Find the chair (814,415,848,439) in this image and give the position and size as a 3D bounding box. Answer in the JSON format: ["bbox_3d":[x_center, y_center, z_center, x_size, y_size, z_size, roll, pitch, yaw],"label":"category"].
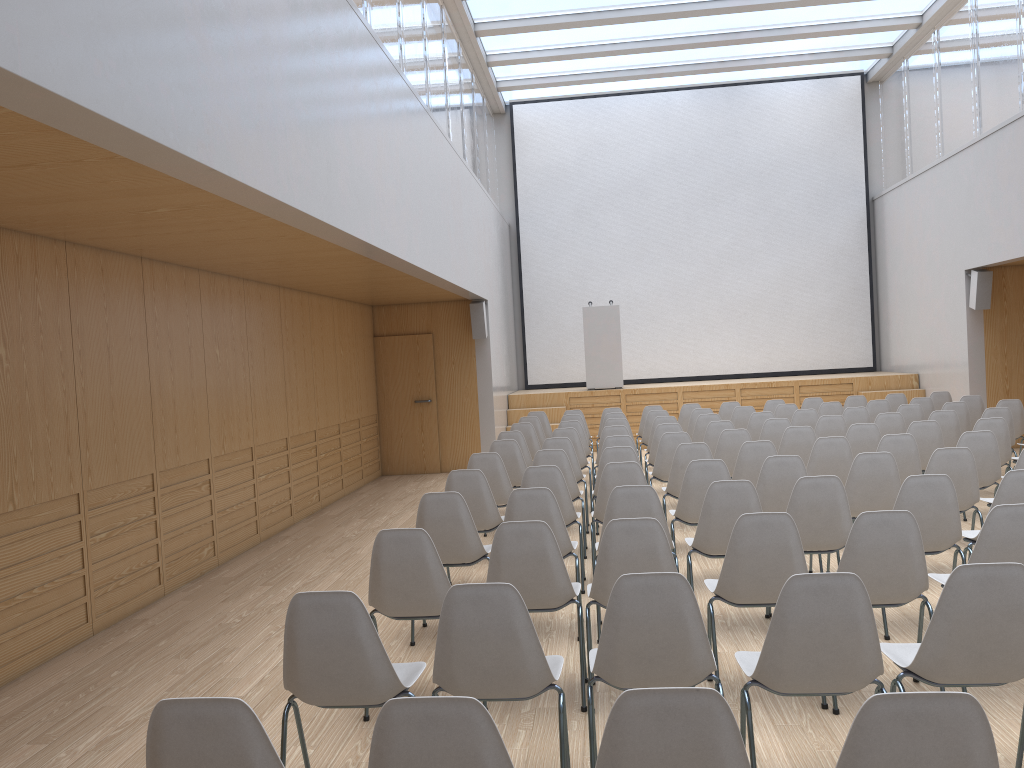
[{"bbox_3d":[3.162,0.733,8.907,0.479,0.876,0.505,-3,2,6],"label":"chair"}]

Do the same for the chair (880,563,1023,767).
[{"bbox_3d":[1.545,0.988,3.035,0.479,0.876,0.505,-3,2,6],"label":"chair"}]

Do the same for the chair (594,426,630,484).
[{"bbox_3d":[1.073,0.845,9.092,0.479,0.876,0.505,-3,2,6],"label":"chair"}]

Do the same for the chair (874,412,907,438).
[{"bbox_3d":[3.695,0.706,8.824,0.479,0.876,0.505,-3,2,6],"label":"chair"}]

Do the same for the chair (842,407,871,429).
[{"bbox_3d":[3.741,0.676,9.783,0.479,0.876,0.505,-3,2,6],"label":"chair"}]

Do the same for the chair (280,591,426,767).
[{"bbox_3d":[-0.563,1.103,3.150,0.479,0.876,0.505,-3,2,6],"label":"chair"}]

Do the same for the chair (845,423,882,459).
[{"bbox_3d":[3.070,0.767,7.883,0.479,0.876,0.505,-3,2,6],"label":"chair"}]

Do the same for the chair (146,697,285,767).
[{"bbox_3d":[-0.652,1.133,2.255,0.479,0.876,0.505,-3,2,6],"label":"chair"}]

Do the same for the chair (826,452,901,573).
[{"bbox_3d":[2.355,0.863,5.907,0.479,0.876,0.505,-3,2,6],"label":"chair"}]

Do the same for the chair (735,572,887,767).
[{"bbox_3d":[1.021,1.018,3.030,0.479,0.876,0.505,-3,2,6],"label":"chair"}]

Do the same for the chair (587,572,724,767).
[{"bbox_3d":[0.502,1.043,3.152,0.479,0.876,0.505,-3,2,6],"label":"chair"}]

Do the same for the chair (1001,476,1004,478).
[{"bbox_3d":[3.996,0.749,6.702,0.479,0.876,0.505,-3,2,6],"label":"chair"}]

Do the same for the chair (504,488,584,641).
[{"bbox_3d":[0.154,1.006,5.187,0.479,0.876,0.505,-3,2,6],"label":"chair"}]

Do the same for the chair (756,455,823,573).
[{"bbox_3d":[1.805,0.891,6.004,0.479,0.876,0.505,-3,2,6],"label":"chair"}]

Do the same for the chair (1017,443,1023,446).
[{"bbox_3d":[5.243,0.625,8.625,0.479,0.876,0.505,-3,2,6],"label":"chair"}]

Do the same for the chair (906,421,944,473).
[{"bbox_3d":[3.561,0.742,7.813,0.479,0.876,0.505,-3,2,6],"label":"chair"}]

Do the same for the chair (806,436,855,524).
[{"bbox_3d":[2.462,0.827,6.959,0.479,0.876,0.505,-3,2,6],"label":"chair"}]

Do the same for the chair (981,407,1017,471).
[{"bbox_3d":[4.695,0.652,8.750,0.479,0.876,0.505,-3,2,6],"label":"chair"}]

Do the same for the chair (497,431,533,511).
[{"bbox_3d":[0.031,0.901,9.158,0.479,0.876,0.505,-3,2,6],"label":"chair"}]

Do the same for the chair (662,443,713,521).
[{"bbox_3d":[1.437,0.881,7.074,0.479,0.876,0.505,-3,2,6],"label":"chair"}]

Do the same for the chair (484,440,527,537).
[{"bbox_3d":[-0.022,0.930,8.228,0.479,0.876,0.505,-3,2,6],"label":"chair"}]

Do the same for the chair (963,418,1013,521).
[{"bbox_3d":[4.090,0.714,7.738,0.479,0.876,0.505,-3,2,6],"label":"chair"}]

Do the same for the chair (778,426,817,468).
[{"bbox_3d":[2.539,0.795,7.956,0.479,0.876,0.505,-3,2,6],"label":"chair"}]

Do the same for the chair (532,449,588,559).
[{"bbox_3d":[0.347,0.939,7.176,0.479,0.876,0.505,-3,2,6],"label":"chair"}]

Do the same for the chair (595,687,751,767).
[{"bbox_3d":[0.386,1.078,2.159,0.479,0.876,0.505,-3,2,6],"label":"chair"}]

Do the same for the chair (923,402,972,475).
[{"bbox_3d":[4.789,0.619,9.745,0.479,0.876,0.505,-3,2,6],"label":"chair"}]

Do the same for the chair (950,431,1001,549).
[{"bbox_3d":[3.482,0.775,6.796,0.479,0.876,0.505,-3,2,6],"label":"chair"}]

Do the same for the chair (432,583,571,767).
[{"bbox_3d":[-0.050,1.075,3.139,0.479,0.876,0.505,-3,2,6],"label":"chair"}]

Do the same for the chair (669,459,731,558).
[{"bbox_3d":[1.311,0.918,6.014,0.479,0.876,0.505,-3,2,6],"label":"chair"}]

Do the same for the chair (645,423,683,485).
[{"bbox_3d":[1.591,0.818,8.999,0.479,0.876,0.505,-3,2,6],"label":"chair"}]

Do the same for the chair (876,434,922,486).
[{"bbox_3d":[2.934,0.803,6.893,0.479,0.876,0.505,-3,2,6],"label":"chair"}]

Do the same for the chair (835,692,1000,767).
[{"bbox_3d":[0.879,1.053,2.061,0.479,0.876,0.505,-3,2,6],"label":"chair"}]

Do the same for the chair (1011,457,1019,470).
[{"bbox_3d":[4.632,0.684,7.742,0.479,0.876,0.505,-3,2,6],"label":"chair"}]

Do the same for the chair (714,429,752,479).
[{"bbox_3d":[1.997,0.823,8.021,0.479,0.876,0.505,-3,2,6],"label":"chair"}]

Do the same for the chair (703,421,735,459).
[{"bbox_3d":[2.095,0.791,8.968,0.479,0.876,0.505,-3,2,6],"label":"chair"}]

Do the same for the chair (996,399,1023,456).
[{"bbox_3d":[5.325,0.591,9.662,0.479,0.876,0.505,-3,2,6],"label":"chair"}]

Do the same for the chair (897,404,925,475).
[{"bbox_3d":[4.316,0.645,9.765,0.479,0.876,0.505,-3,2,6],"label":"chair"}]

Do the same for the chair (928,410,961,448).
[{"bbox_3d":[4.183,0.681,8.754,0.479,0.876,0.505,-3,2,6],"label":"chair"}]

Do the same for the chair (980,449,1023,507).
[{"bbox_3d":[3.376,0.808,5.823,0.479,0.876,0.505,-3,2,6],"label":"chair"}]

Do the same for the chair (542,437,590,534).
[{"bbox_3d":[0.449,0.906,8.152,0.479,0.876,0.505,-3,2,6],"label":"chair"}]

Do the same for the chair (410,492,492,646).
[{"bbox_3d":[-0.346,1.033,5.219,0.479,0.876,0.505,-3,2,6],"label":"chair"}]

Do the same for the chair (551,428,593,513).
[{"bbox_3d":[0.578,0.870,9.161,0.479,0.876,0.505,-3,2,6],"label":"chair"}]

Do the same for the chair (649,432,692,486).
[{"bbox_3d":[1.482,0.851,8.046,0.479,0.876,0.505,-3,2,6],"label":"chair"}]

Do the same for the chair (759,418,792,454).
[{"bbox_3d":[2.629,0.763,8.892,0.479,0.876,0.505,-3,2,6],"label":"chair"}]

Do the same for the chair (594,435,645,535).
[{"bbox_3d":[0.978,0.880,8.015,0.479,0.876,0.505,-3,2,6],"label":"chair"}]

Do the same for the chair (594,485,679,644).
[{"bbox_3d":[0.705,0.978,5.071,0.479,0.876,0.505,-3,2,6],"label":"chair"}]

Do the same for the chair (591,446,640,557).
[{"bbox_3d":[0.870,0.912,7.104,0.479,0.876,0.505,-3,2,6],"label":"chair"}]

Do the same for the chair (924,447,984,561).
[{"bbox_3d":[2.860,0.834,5.924,0.479,0.876,0.505,-3,2,6],"label":"chair"}]

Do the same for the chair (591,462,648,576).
[{"bbox_3d":[0.777,0.944,6.127,0.479,0.876,0.505,-3,2,6],"label":"chair"}]

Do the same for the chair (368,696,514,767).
[{"bbox_3d":[-0.125,1.106,2.183,0.479,0.876,0.505,-3,2,6],"label":"chair"}]

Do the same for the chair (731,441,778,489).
[{"bbox_3d":[1.904,0.858,6.958,0.479,0.876,0.505,-3,2,6],"label":"chair"}]
